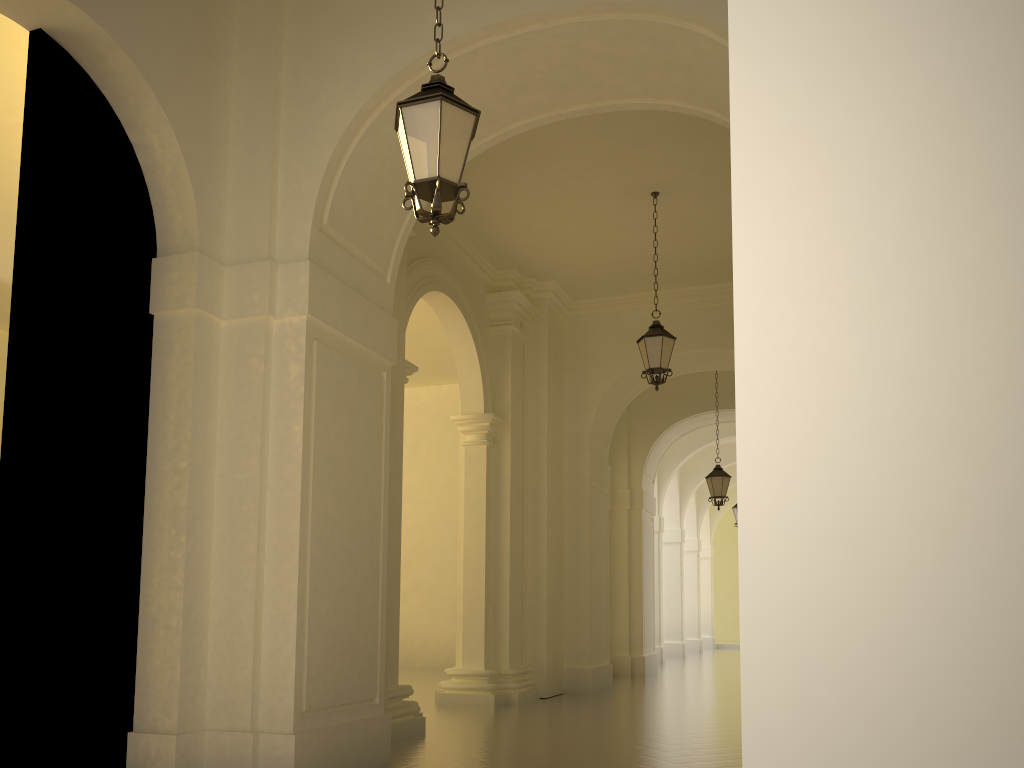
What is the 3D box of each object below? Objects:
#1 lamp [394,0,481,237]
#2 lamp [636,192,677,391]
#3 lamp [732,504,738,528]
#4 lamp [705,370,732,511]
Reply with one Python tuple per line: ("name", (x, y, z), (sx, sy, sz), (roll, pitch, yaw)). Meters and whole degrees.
("lamp", (-0.396, -2.394, 4.810), (0.443, 3.253, 0.518), (2, -6, -10))
("lamp", (1.796, -1.160, 10.926), (0.514, 2.522, 0.446), (6, -8, -40))
("lamp", (5.673, 2.063, 21.659), (0.511, 3.253, 0.449), (-2, -6, 20))
("lamp", (3.969, 0.812, 16.930), (0.443, 3.253, 0.518), (2, -6, -10))
